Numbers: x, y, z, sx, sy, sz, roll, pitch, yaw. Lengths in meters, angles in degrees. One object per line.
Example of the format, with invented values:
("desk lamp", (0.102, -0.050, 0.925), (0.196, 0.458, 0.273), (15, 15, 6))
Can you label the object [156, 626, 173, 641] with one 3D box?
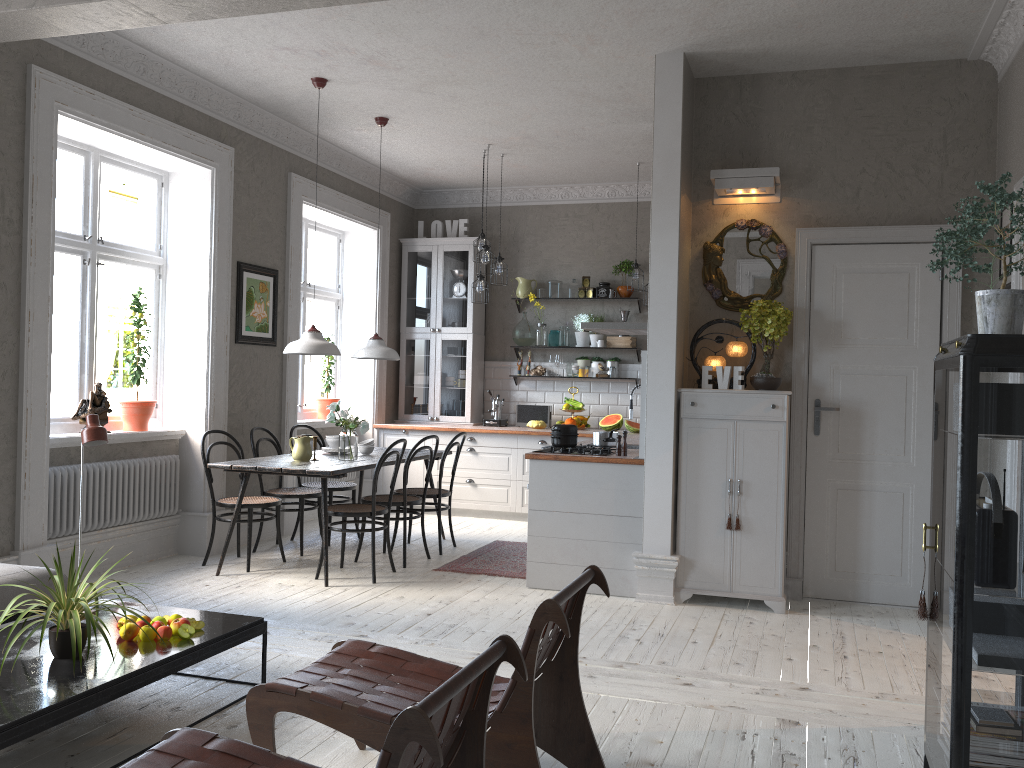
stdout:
("object", (-1.312, 0.941, 3.346), (0.056, 0.058, 0.057), (2, 0, 42))

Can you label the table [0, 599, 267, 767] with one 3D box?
("table", (-1.642, 1.111, 3.201), (0.839, 0.303, 1.326), (2, 0, 18))

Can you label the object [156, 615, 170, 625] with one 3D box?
("object", (-1.393, 0.948, 3.528), (0.063, 0.039, 0.067), (2, 0, 24))

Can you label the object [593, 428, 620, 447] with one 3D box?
("object", (0.672, 0.355, 5.940), (0.178, 0.134, 0.297), (1, 0, -38))

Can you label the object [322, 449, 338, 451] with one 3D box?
("object", (-1.321, 0.505, 6.710), (0.240, 0.027, 0.235), (1, 0, -14))

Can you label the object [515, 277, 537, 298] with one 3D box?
("object", (0.137, -0.974, 9.022), (0.187, 0.216, 0.176), (2, 0, 32))

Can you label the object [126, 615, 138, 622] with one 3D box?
("object", (-1.510, 0.937, 3.488), (0.069, 0.055, 0.059), (1, 0, -15))

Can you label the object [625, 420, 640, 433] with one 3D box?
("object", (1.171, 0.401, 8.317), (0.224, 0.127, 0.148), (1, 0, 0))

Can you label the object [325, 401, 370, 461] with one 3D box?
("object", (-1.144, 0.325, 6.178), (0.308, 0.414, 0.254), (2, 0, 16))

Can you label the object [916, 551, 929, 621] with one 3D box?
("object", (1.355, 0.664, 2.921), (0.041, 0.234, 0.044), (1, 0, -26))

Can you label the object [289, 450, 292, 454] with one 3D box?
("object", (-1.561, 0.465, 6.542), (0.139, 0.112, 0.139), (1, 0, 0))

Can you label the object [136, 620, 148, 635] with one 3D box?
("object", (-1.425, 0.938, 3.405), (0.058, 0.056, 0.060), (1, 0, 5))

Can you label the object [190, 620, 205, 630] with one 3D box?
("object", (-1.251, 0.952, 3.498), (0.046, 0.037, 0.068), (2, 0, 44))

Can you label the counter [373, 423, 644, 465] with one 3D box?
("counter", (-0.127, 0.447, 7.462), (3.123, 0.039, 3.431), (2, 0, 18))

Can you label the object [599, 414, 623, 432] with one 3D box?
("object", (0.944, 0.372, 8.440), (0.231, 0.174, 0.222), (2, 0, 40))

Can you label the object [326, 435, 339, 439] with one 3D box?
("object", (-1.320, 0.440, 6.709), (0.178, 0.094, 0.180), (2, 0, 9))

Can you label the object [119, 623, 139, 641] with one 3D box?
("object", (-1.444, 0.933, 3.337), (0.069, 0.066, 0.071), (2, 0, 33))

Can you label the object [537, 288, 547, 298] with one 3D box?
("object", (0.305, -0.916, 9.032), (0.102, 0.111, 0.104), (2, 0, 18))

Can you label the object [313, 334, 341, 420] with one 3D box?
("object", (-1.759, -0.071, 8.432), (0.265, 0.813, 0.254), (1, 0, -45))

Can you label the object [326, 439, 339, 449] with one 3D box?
("object", (-1.320, 0.461, 6.709), (0.178, 0.094, 0.180), (2, 0, 9))

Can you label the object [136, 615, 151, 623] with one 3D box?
("object", (-1.442, 0.937, 3.469), (0.057, 0.058, 0.058), (1, 0, 1))

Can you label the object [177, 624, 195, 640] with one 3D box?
("object", (-1.245, 0.945, 3.374), (0.058, 0.053, 0.060), (2, 0, 24))

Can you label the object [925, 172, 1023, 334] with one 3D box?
("object", (1.460, -0.384, 2.620), (0.406, 0.506, 0.406), (2, 0, 34))

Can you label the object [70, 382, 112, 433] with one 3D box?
("object", (-2.693, 0.152, 5.673), (0.118, 0.329, 0.240), (2, 0, 20))

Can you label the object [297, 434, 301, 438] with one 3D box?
("object", (-1.499, 0.438, 6.271), (0.096, 0.172, 0.096), (1, 0, -1))

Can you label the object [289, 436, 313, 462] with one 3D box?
("object", (-1.440, 0.440, 6.051), (0.152, 0.170, 0.134), (1, 0, -21))

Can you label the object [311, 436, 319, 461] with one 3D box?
("object", (-1.361, 0.444, 6.115), (0.058, 0.167, 0.060), (2, 0, 31))

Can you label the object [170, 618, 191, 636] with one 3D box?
("object", (-1.283, 0.938, 3.427), (0.077, 0.064, 0.073), (1, 0, -42))

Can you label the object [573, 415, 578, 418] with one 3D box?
("object", (0.638, 0.354, 8.781), (0.084, 0.093, 0.087), (2, 0, 14))

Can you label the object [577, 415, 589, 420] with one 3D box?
("object", (0.699, 0.338, 8.718), (0.126, 0.056, 0.060), (2, 0, 9))

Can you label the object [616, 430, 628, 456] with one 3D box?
("object", (0.696, 0.370, 5.604), (0.072, 0.167, 0.036), (2, 0, 17))

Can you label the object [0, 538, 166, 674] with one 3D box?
("object", (-1.536, 0.762, 3.140), (0.717, 0.420, 0.676), (2, 0, 36))

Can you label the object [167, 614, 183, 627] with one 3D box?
("object", (-1.324, 0.938, 3.490), (0.060, 0.062, 0.064), (1, 0, -1))

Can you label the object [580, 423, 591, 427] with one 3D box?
("object", (0.698, 0.403, 8.762), (0.055, 0.044, 0.213), (1, 0, -34))

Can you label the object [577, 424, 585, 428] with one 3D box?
("object", (0.674, 0.412, 8.640), (0.069, 0.051, 0.088), (1, 0, -24))

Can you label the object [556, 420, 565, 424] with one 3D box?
("object", (0.498, 0.396, 8.775), (0.155, 0.072, 0.075), (1, 0, -43))

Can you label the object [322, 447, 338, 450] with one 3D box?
("object", (-1.321, 0.496, 6.710), (0.232, 0.027, 0.242), (2, 0, 41))

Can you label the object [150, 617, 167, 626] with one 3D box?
("object", (-1.380, 0.938, 3.459), (0.063, 0.058, 0.060), (1, 0, -28))

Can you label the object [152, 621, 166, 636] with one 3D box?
("object", (-1.358, 0.939, 3.402), (0.056, 0.058, 0.059), (2, 0, 9))

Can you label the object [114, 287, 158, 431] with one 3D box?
("object", (-2.558, -0.176, 6.049), (0.275, 0.991, 0.265), (1, 0, -33))

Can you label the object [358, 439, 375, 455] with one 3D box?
("object", (-1.101, 0.473, 6.688), (0.122, 0.119, 0.130), (2, 0, 34))

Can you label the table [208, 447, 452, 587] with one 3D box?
("table", (-1.235, 0.896, 6.495), (0.894, 0.735, 1.943), (2, 0, 18))

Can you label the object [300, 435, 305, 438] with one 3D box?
("object", (-1.466, 0.438, 6.184), (0.061, 0.172, 0.063), (2, 0, 39))

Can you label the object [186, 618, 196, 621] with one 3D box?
("object", (-1.294, 0.951, 3.554), (0.047, 0.036, 0.062), (2, 0, 29))

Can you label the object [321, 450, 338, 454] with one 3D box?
("object", (-1.321, 0.514, 6.710), (0.232, 0.027, 0.242), (2, 0, 36))

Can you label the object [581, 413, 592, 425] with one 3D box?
("object", (0.722, 0.346, 8.703), (0.060, 0.120, 0.128), (2, 0, 42))

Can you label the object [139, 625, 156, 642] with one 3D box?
("object", (-1.373, 0.936, 3.340), (0.063, 0.063, 0.060), (1, 0, -41))

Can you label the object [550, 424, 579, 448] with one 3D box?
("object", (0.344, 0.339, 5.798), (0.190, 0.147, 0.192), (1, 0, -3))

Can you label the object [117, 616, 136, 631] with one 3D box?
("object", (-1.490, 0.932, 3.415), (0.066, 0.066, 0.071), (2, 0, 23))
